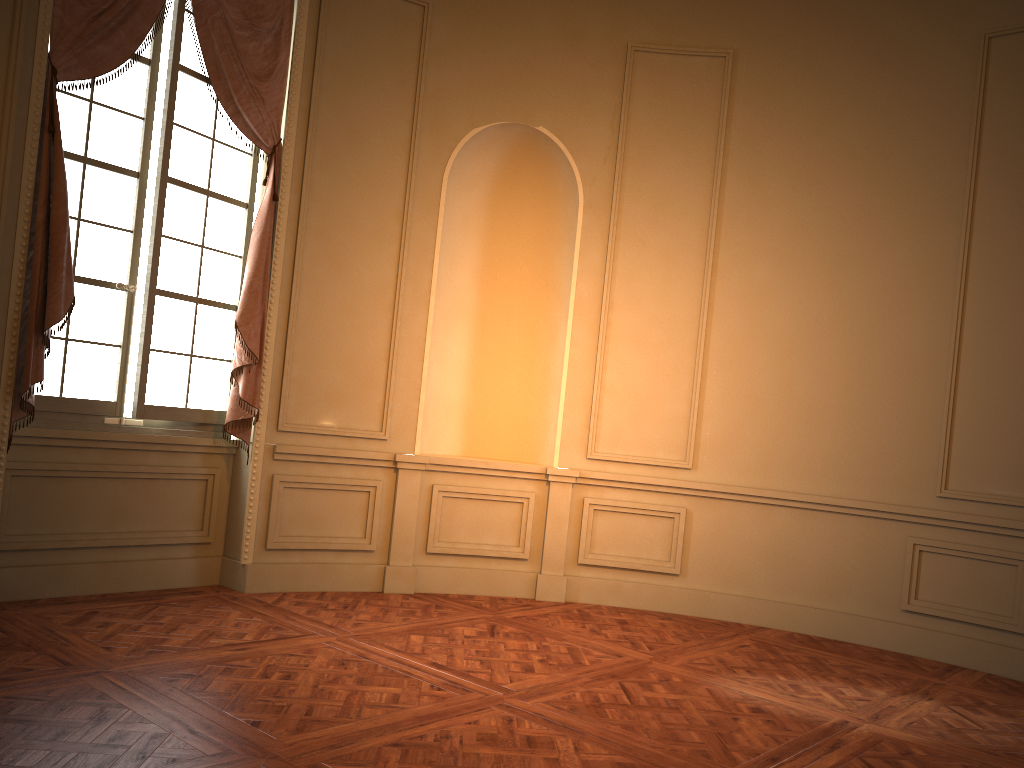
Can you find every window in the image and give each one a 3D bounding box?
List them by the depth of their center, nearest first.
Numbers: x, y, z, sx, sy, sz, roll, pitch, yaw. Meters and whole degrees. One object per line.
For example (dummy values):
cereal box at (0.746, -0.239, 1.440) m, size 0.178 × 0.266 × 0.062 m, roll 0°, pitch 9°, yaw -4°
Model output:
window at (-1.972, -1.142, 4.857) m, size 0.149 × 2.839 × 1.342 m, roll 5°, pitch -1°, yaw 41°

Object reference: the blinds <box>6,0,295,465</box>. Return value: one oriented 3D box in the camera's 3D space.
blinds at (-1.804, -1.064, 4.719) m, size 0.279 × 2.979 × 1.366 m, roll 5°, pitch -1°, yaw 40°
